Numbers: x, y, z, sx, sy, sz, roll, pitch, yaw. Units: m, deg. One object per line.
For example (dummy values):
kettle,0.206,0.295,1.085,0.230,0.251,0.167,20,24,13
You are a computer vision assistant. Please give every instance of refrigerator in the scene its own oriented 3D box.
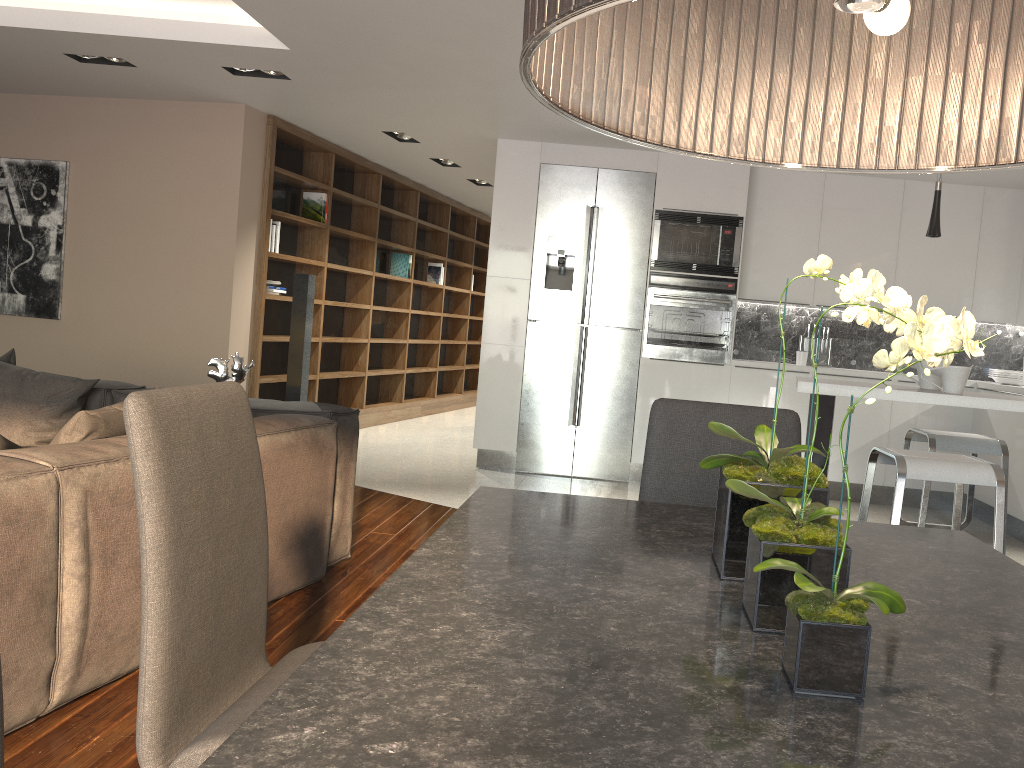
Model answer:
refrigerator,0.590,-0.470,6.938,0.869,2.341,0.587,5,3,3

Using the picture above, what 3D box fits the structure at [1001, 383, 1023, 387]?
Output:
structure,3.754,0.039,6.025,0.564,0.011,0.628,5,4,5

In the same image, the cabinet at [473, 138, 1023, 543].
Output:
cabinet,1.614,-0.248,3.778,4.421,2.498,6.972,5,4,6

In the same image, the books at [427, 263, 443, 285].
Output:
books,-0.886,-1.266,10.102,0.171,0.243,0.019,6,3,12

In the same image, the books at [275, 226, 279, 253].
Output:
books,-1.865,-1.113,6.759,0.152,0.205,0.021,6,3,12

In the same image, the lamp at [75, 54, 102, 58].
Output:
lamp,-2.603,-2.031,5.376,0.174,0.077,0.180,6,4,10

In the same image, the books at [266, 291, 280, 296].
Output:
books,-1.897,-0.710,6.879,0.160,0.022,0.199,4,4,-15

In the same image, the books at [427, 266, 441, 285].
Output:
books,-0.891,-1.246,10.082,0.152,0.205,0.023,6,3,12

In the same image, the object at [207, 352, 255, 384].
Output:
object,-1.421,-0.020,4.503,0.297,0.287,0.272,3,4,-26

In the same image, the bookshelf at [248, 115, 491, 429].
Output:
bookshelf,-1.057,-0.881,9.770,0.283,2.488,6.712,6,4,16

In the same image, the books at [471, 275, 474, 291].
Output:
books,-0.569,-1.295,11.228,0.152,0.205,0.021,6,3,12

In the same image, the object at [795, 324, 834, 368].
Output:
object,2.416,-0.308,7.000,0.288,0.335,0.061,5,3,6

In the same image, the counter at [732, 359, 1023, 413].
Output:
counter,2.658,0.022,5.213,2.676,0.041,4.060,5,4,6

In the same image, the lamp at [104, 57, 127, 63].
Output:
lamp,-2.424,-2.014,5.372,0.178,0.077,0.176,5,4,-1

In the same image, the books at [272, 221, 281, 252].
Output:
books,-1.875,-1.133,6.780,0.171,0.243,0.019,6,3,12

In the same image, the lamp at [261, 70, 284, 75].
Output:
lamp,-1.458,-1.927,5.351,0.186,0.077,0.168,3,4,-31

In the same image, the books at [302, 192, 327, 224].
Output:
books,-1.660,-1.478,7.378,0.188,0.247,0.044,6,3,12

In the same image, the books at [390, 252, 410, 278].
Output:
books,-1.173,-1.241,9.193,0.196,0.260,0.015,6,3,12

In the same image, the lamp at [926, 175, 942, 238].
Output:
lamp,1.862,-1.058,3.797,0.057,0.845,0.058,5,3,4

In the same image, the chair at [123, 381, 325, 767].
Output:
chair,-0.305,0.506,1.472,0.569,0.964,0.430,5,3,3

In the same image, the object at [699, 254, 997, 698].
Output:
object,0.440,0.061,1.170,0.310,0.500,0.575,5,3,2

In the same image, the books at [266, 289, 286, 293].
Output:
books,-1.895,-0.729,6.859,0.174,0.019,0.246,5,4,5

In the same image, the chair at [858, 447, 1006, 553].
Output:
chair,1.398,0.639,3.001,0.418,0.799,0.433,5,3,4

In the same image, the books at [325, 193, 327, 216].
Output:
books,-1.649,-1.482,7.410,0.174,0.251,0.024,6,3,12

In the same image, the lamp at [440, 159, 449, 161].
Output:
lamp,-0.613,-2.011,7.748,0.186,0.077,0.167,2,5,-41

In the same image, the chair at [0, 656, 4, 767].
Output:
chair,-0.399,0.544,0.773,0.569,0.964,0.430,5,3,3

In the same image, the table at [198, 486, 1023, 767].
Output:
table,0.309,0.688,1.106,1.034,0.759,1.614,5,4,6

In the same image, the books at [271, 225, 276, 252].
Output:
books,-1.875,-1.109,6.687,0.152,0.205,0.021,6,3,12

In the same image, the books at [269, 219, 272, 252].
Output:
books,-1.897,-1.125,6.623,0.171,0.243,0.019,6,3,12

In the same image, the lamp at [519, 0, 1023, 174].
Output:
lamp,0.454,-0.884,1.045,0.770,1.101,0.838,7,3,28

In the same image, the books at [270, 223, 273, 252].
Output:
books,-1.890,-1.116,6.668,0.148,0.222,0.023,5,3,11

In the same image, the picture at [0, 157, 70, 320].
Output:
picture,-3.669,-1.092,6.562,0.737,1.164,0.029,5,3,11

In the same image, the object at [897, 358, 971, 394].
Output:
object,1.712,-0.040,3.567,0.186,0.133,0.442,5,4,7

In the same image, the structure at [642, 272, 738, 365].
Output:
structure,1.377,-0.509,6.897,0.662,0.650,0.654,5,3,4

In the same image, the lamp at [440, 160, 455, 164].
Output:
lamp,-0.562,-2.018,7.925,0.186,0.077,0.167,2,5,-40

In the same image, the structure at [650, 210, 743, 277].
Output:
structure,1.429,-1.074,6.917,0.657,0.449,0.616,5,3,4

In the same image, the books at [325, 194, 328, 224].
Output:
books,-1.642,-1.483,7.432,0.174,0.251,0.024,6,3,12

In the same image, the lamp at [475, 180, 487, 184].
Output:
lamp,-0.287,-2.057,8.874,0.173,0.077,0.181,6,4,14

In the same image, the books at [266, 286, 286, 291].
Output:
books,-1.899,-0.751,6.862,0.159,0.023,0.238,6,4,16

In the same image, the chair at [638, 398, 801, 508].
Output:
chair,0.457,0.543,1.940,0.425,0.964,0.576,5,3,5

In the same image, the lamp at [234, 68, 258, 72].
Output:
lamp,-1.637,-1.943,5.355,0.174,0.077,0.180,6,4,10

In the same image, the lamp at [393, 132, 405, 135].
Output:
lamp,-0.887,-1.972,6.796,0.186,0.077,0.167,2,5,-41

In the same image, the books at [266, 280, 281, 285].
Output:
books,-1.890,-0.794,6.874,0.160,0.020,0.199,4,4,-15

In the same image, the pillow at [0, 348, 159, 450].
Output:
pillow,-1.662,0.136,3.338,1.110,0.430,1.998,3,4,-33

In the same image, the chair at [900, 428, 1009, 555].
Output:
chair,1.978,0.624,4.009,0.418,0.799,0.433,5,3,4

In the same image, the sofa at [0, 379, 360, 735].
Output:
sofa,-2.261,0.361,2.973,2.672,0.703,2.546,6,4,14

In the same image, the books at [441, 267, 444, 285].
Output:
books,-0.865,-1.250,10.166,0.152,0.205,0.021,6,3,12

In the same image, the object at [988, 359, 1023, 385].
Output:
object,3.910,-0.112,6.811,0.347,0.234,0.564,6,4,15

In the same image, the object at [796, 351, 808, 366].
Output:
object,2.282,-0.205,6.925,0.097,0.117,0.087,3,4,-37

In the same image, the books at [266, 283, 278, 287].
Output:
books,-1.947,-0.778,6.862,0.145,0.023,0.225,6,4,12

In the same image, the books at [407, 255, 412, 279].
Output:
books,-1.147,-1.232,9.210,0.189,0.245,0.028,6,3,12

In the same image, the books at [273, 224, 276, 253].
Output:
books,-1.880,-1.120,6.740,0.148,0.222,0.023,5,3,11

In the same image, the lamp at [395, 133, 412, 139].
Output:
lamp,-0.836,-1.979,6.972,0.186,0.077,0.167,2,5,-40
